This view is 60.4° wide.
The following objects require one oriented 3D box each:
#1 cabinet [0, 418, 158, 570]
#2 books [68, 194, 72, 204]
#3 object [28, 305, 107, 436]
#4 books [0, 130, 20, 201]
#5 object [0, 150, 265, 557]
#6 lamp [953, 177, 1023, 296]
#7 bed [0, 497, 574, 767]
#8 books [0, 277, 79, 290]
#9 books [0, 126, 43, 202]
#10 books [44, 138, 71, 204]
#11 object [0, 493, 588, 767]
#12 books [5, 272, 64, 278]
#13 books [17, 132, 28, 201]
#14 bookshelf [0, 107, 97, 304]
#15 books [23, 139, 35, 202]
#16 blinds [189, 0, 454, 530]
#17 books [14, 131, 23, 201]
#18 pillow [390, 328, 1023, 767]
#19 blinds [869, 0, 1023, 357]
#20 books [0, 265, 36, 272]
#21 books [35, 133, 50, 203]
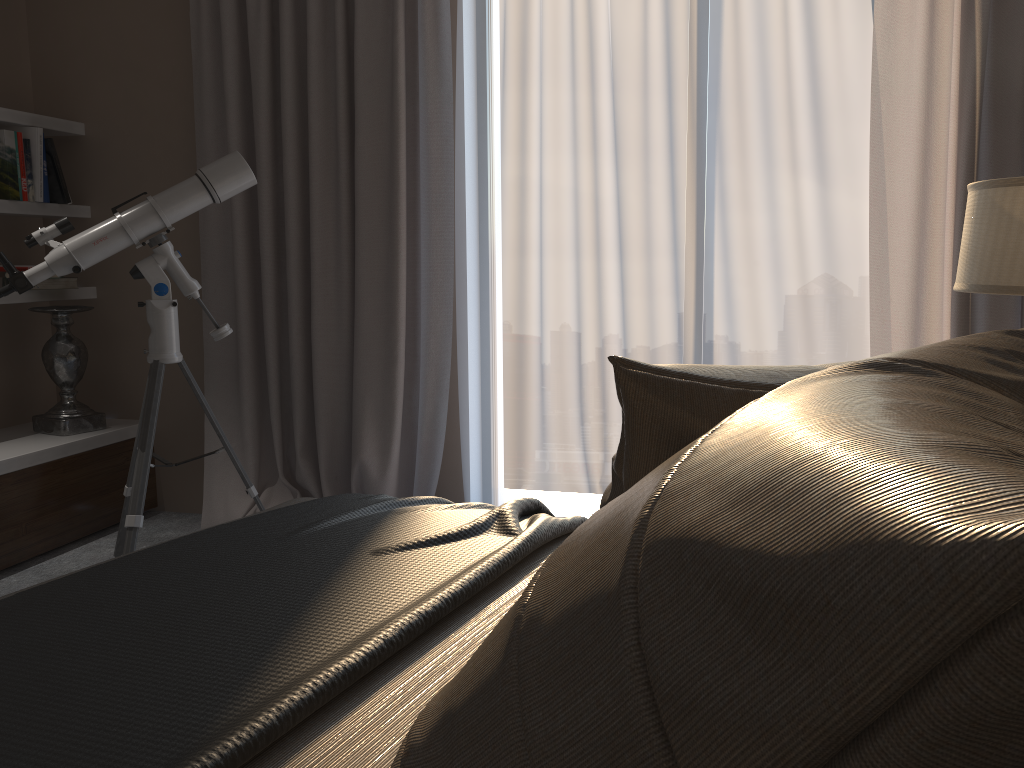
[{"bbox_3d":[-2.376,0.648,1.499,0.440,0.369,4.681,2,9,16],"label":"cabinet"},{"bbox_3d":[-1.832,-0.815,3.432,0.169,0.222,0.102,2,8,12],"label":"books"},{"bbox_3d":[-1.726,-0.058,3.410,0.212,0.481,0.227,3,9,23],"label":"object"},{"bbox_3d":[-1.906,-0.796,3.211,0.191,0.249,0.044,1,8,11],"label":"books"},{"bbox_3d":[-1.154,-0.032,2.753,0.602,1.404,0.611,2,8,15],"label":"object"},{"bbox_3d":[1.176,-0.104,1.858,0.490,0.630,0.442,-6,10,-34],"label":"lamp"},{"bbox_3d":[-0.076,0.651,0.833,2.210,0.623,2.379,4,9,23],"label":"bed"},{"bbox_3d":[-1.840,-0.392,3.409,0.235,0.043,0.203,7,11,38],"label":"books"},{"bbox_3d":[-1.857,-0.831,3.311,0.213,0.287,0.021,1,8,11],"label":"books"},{"bbox_3d":[-1.809,-0.818,3.388,0.165,0.245,0.090,2,8,12],"label":"books"},{"bbox_3d":[-0.487,0.449,0.964,0.596,0.322,2.130,4,9,24],"label":"object"},{"bbox_3d":[-1.843,-0.424,3.404,0.183,0.023,0.239,-3,9,-25],"label":"books"},{"bbox_3d":[-1.888,-0.804,3.267,0.174,0.251,0.024,1,8,11],"label":"books"},{"bbox_3d":[-2.483,-0.136,1.433,0.225,1.202,4.641,2,8,16],"label":"bookshelf"},{"bbox_3d":[-1.874,-0.798,3.292,0.169,0.228,0.025,1,8,11],"label":"books"},{"bbox_3d":[-0.746,-0.706,3.157,1.027,2.638,0.366,1,8,13],"label":"blinds"},{"bbox_3d":[-1.895,-0.801,3.244,0.174,0.251,0.024,1,8,11],"label":"books"},{"bbox_3d":[0.290,0.117,0.662,0.865,0.518,1.309,4,9,25],"label":"pillow"},{"bbox_3d":[1.630,-0.632,2.732,0.980,2.637,0.347,1,8,12],"label":"blinds"},{"bbox_3d":[-1.843,-0.447,3.401,0.246,0.023,0.178,2,8,8],"label":"books"},{"bbox_3d":[-1.847,-0.819,3.336,0.180,0.260,0.026,1,8,11],"label":"books"}]
